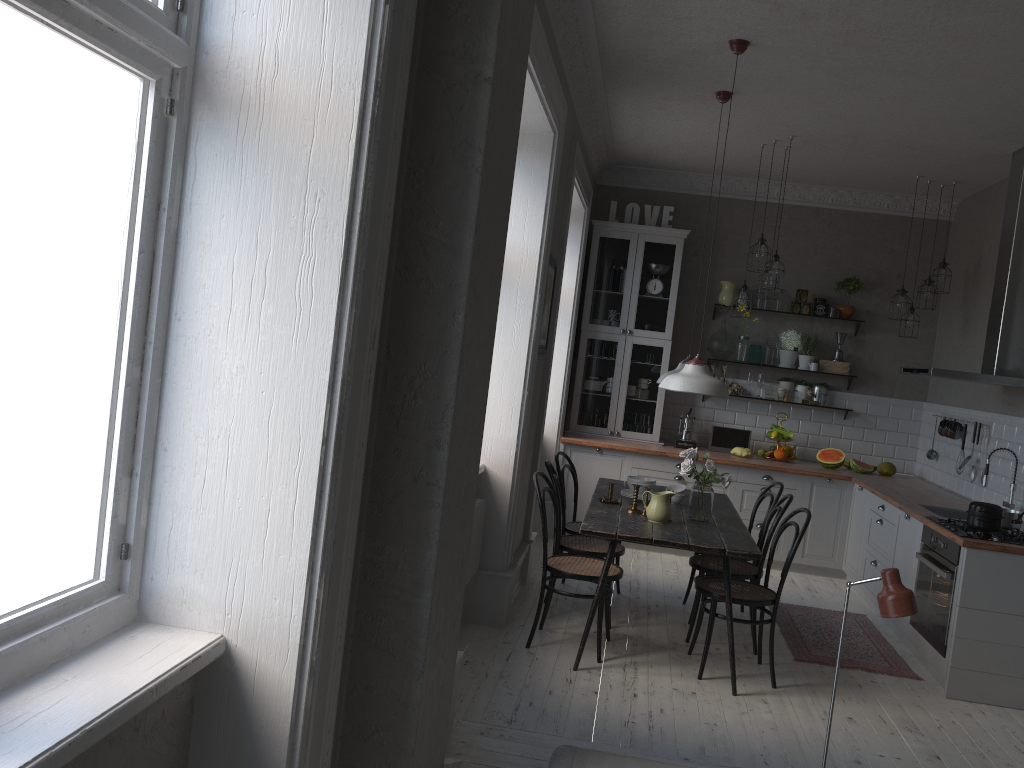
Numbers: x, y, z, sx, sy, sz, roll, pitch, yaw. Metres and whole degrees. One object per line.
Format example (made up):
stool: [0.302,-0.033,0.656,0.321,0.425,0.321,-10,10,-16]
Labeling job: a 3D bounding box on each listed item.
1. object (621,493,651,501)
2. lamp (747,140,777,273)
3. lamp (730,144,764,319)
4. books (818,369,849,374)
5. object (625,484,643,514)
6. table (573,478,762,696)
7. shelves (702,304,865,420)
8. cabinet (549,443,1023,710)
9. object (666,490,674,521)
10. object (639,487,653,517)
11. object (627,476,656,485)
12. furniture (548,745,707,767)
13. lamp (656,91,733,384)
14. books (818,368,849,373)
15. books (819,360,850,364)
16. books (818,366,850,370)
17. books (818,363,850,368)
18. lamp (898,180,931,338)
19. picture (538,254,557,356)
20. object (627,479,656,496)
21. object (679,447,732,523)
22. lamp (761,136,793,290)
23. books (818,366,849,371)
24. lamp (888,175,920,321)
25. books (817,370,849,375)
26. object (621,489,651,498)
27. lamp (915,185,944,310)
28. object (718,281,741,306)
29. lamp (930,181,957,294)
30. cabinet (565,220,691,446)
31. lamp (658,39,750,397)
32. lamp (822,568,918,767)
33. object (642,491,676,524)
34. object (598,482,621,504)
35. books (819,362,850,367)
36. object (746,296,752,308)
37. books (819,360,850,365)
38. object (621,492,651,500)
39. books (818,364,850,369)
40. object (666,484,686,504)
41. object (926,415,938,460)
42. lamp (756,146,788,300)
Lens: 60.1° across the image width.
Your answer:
object: [0.790,0.704,5.486,0.233,0.027,0.241,8,3,25]
lamp: [1.914,-1.688,6.492,0.147,1.734,0.146,7,2,-6]
lamp: [1.831,-1.365,6.671,0.149,1.734,0.144,6,3,-26]
books: [2.873,-0.112,7.920,0.259,0.011,0.159,8,3,12]
object: [0.700,0.643,5.022,0.097,0.172,0.095,6,3,-12]
table: [0.877,1.106,5.310,0.900,0.735,1.929,7,3,8]
shelves: [2.411,-0.181,7.961,1.310,0.923,0.229,7,2,6]
cabinet: [2.256,1.149,6.553,2.029,0.854,4.110,5,3,-37]
object: [0.864,0.671,4.896,0.058,0.167,0.060,8,3,21]
object: [0.749,0.652,4.943,0.061,0.172,0.063,8,3,29]
object: [0.798,0.631,5.482,0.180,0.094,0.179,7,3,-2]
furniture: [0.324,1.308,2.238,0.580,0.476,0.832,7,3,7]
lamp: [1.213,-0.898,5.569,0.375,1.858,0.383,8,3,15]
books: [2.874,-0.122,7.920,0.257,0.016,0.160,8,3,19]
books: [2.884,-0.197,7.916,0.259,0.011,0.159,8,3,12]
books: [2.877,-0.144,7.919,0.259,0.011,0.159,8,3,12]
books: [2.880,-0.165,7.918,0.259,0.011,0.159,8,3,12]
lamp: [3.323,-1.239,7.169,0.149,1.734,0.144,6,3,-21]
picture: [0.215,-0.482,5.490,0.020,0.619,0.524,7,3,8]
object: [0.796,0.651,5.483,0.180,0.094,0.179,7,3,-2]
object: [1.079,0.567,4.992,0.311,0.414,0.252,7,3,5]
lamp: [1.969,-1.543,6.329,0.150,1.734,0.144,5,3,-36]
books: [2.876,-0.133,7.919,0.258,0.016,0.159,8,3,16]
lamp: [3.191,-1.373,7.044,0.143,1.734,0.150,9,3,39]
books: [2.872,-0.100,7.921,0.259,0.011,0.159,7,3,9]
object: [0.792,0.687,5.485,0.233,0.027,0.242,9,3,30]
lamp: [3.503,-1.476,7.250,0.150,1.734,0.143,5,3,-41]
object: [1.951,-0.804,7.938,0.188,0.216,0.175,8,3,21]
lamp: [3.533,-1.593,7.071,0.149,1.734,0.144,6,3,-21]
cabinet: [1.038,-0.441,7.963,0.875,1.920,0.389,7,2,6]
lamp: [1.079,-0.872,4.680,0.371,1.858,0.387,9,3,45]
lamp: [0.919,0.899,2.400,0.246,0.839,0.141,9,3,42]
object: [0.798,0.665,4.819,0.152,0.170,0.133,5,3,-32]
object: [0.588,0.647,5.276,0.140,0.112,0.138,6,3,-10]
books: [2.881,-0.176,7.917,0.257,0.016,0.160,8,3,19]
object: [2.111,-0.733,7.981,0.103,0.111,0.104,7,3,7]
books: [2.882,-0.187,7.917,0.258,0.016,0.159,8,3,16]
object: [0.791,0.695,5.485,0.241,0.027,0.233,6,3,-25]
books: [2.878,-0.155,7.918,0.259,0.011,0.159,7,3,9]
object: [1.014,0.684,5.504,0.123,0.119,0.129,8,3,23]
object: [3.509,0.444,7.361,0.076,0.378,0.083,7,2,7]
lamp: [2.021,-1.500,6.642,0.147,1.734,0.146,7,2,-6]
